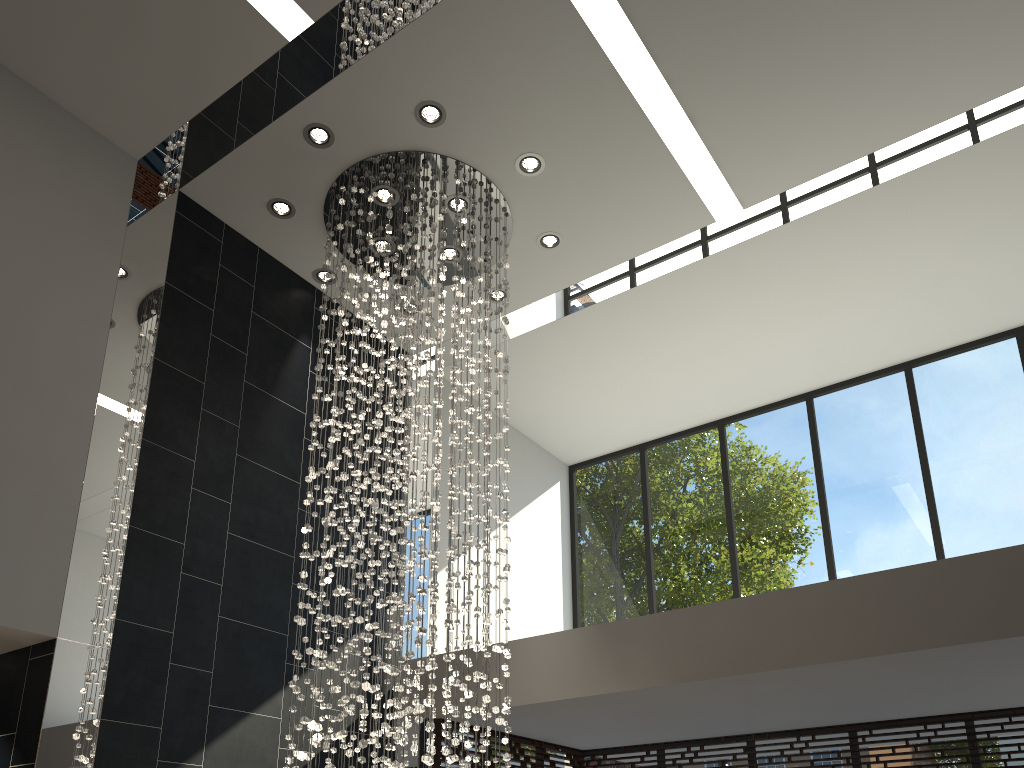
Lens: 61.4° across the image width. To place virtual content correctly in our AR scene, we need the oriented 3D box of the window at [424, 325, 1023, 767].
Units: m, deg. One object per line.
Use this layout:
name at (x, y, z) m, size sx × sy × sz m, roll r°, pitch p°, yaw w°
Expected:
window at (2.508, 2.029, 6.061) m, size 6.338 × 5.498 × 2.486 m, roll -18°, pitch -28°, yaw 32°

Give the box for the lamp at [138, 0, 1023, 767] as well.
lamp at (-2.763, -40.807, 13.042) m, size 407.928 × 104.865 × 427.483 m, roll 15°, pitch -33°, yaw -25°
